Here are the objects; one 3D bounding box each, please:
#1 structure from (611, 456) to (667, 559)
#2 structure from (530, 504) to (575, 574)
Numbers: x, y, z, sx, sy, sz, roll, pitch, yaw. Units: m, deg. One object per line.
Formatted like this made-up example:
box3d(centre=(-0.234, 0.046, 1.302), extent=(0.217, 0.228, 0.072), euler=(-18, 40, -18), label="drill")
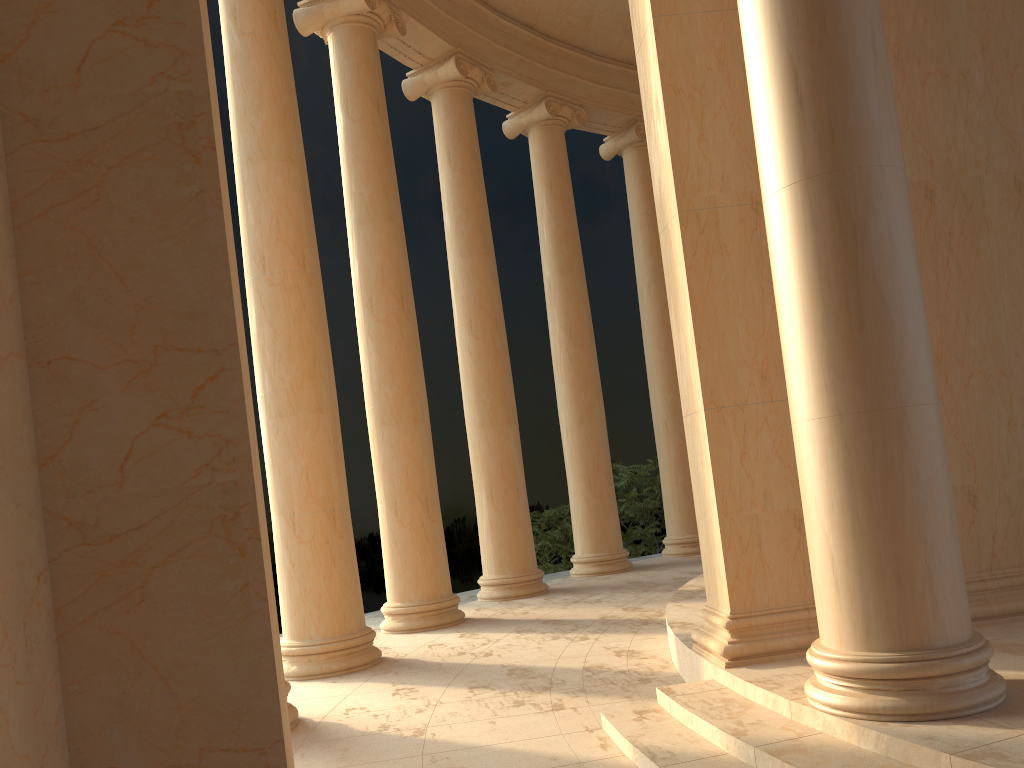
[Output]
box3d(centre=(248.956, 278.637, 1600.119), extent=(247.053, 298.517, 238.684), euler=(-7, -4, -2), label="structure")
box3d(centre=(63.103, 304.222, 1513.493), extent=(149.447, 187.714, 156.056), euler=(-8, -4, 7), label="structure")
